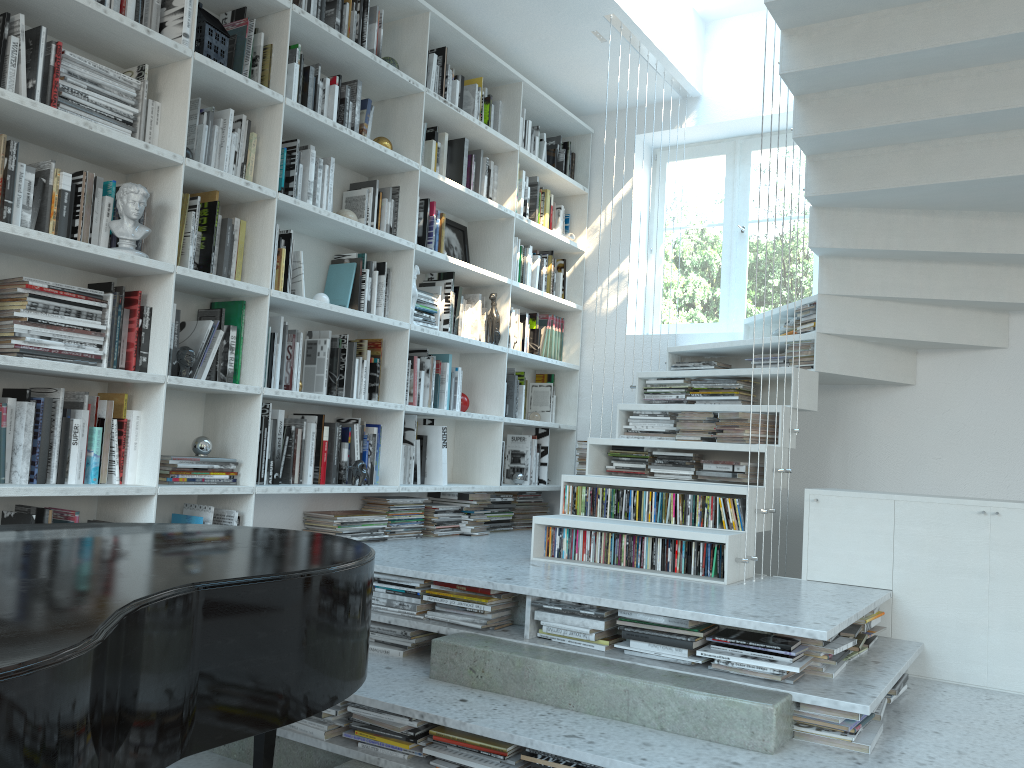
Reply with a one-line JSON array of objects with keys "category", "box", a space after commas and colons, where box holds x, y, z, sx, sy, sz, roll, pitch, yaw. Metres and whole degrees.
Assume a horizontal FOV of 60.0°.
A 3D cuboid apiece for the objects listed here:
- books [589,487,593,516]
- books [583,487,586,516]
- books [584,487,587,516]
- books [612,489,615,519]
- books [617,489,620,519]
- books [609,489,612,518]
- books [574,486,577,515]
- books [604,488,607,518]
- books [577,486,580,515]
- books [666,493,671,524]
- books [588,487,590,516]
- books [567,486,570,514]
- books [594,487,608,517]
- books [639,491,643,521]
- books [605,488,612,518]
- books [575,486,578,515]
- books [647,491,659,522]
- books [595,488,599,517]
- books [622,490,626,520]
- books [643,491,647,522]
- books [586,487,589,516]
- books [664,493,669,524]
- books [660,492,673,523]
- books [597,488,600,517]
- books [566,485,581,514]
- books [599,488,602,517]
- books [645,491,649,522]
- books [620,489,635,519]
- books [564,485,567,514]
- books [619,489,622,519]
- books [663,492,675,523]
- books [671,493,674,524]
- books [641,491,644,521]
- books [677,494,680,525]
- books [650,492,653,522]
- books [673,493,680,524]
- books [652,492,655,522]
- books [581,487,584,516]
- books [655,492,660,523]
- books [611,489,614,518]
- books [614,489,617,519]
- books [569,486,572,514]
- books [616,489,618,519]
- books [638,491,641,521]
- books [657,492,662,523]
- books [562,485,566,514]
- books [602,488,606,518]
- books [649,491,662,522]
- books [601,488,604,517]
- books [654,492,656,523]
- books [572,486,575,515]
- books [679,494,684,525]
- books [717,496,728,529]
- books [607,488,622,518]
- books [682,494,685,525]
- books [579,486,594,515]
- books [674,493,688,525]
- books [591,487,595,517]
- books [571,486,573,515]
[{"category": "books", "box": [0.370, 0.512, 3.866, 0.008, 0.125, 0.125, 1, -5, 32]}, {"category": "books", "box": [0.344, 0.512, 3.881, 0.007, 0.125, 0.125, 1, -5, 32]}, {"category": "books", "box": [0.350, 0.512, 3.878, 0.007, 0.125, 0.125, 1, -5, 32]}, {"category": "books", "box": [0.463, 0.513, 3.808, 0.007, 0.125, 0.125, 1, -5, 32]}, {"category": "books", "box": [0.482, 0.513, 3.796, 0.008, 0.125, 0.125, 1, -5, 32]}, {"category": "books", "box": [0.450, 0.513, 3.816, 0.008, 0.125, 0.125, 1, -5, 32]}, {"category": "books", "box": [0.306, 0.512, 3.905, 0.007, 0.125, 0.125, 1, -5, 32]}, {"category": "books", "box": [0.430, 0.513, 3.828, 0.008, 0.125, 0.125, 1, -5, 32]}, {"category": "books", "box": [0.320, 0.512, 3.896, 0.010, 0.125, 0.125, 1, -5, 32]}, {"category": "books", "box": [0.672, 0.515, 3.679, 0.016, 0.125, 0.125, 1, -5, 32]}, {"category": "books", "box": [0.363, 0.512, 3.870, 0.008, 0.125, 0.125, 1, -5, 32]}, {"category": "books", "box": [0.281, 0.512, 3.921, 0.008, 0.125, 0.125, 1, -5, 32]}, {"category": "books", "box": [0.387, 0.513, 3.855, 0.010, 0.125, 0.125, 1, -5, 32]}, {"category": "books", "box": [0.569, 0.514, 3.743, 0.007, 0.125, 0.125, 1, -5, 32]}, {"category": "books", "box": [0.436, 0.513, 3.824, 0.008, 0.125, 0.125, 1, -5, 32]}, {"category": "books", "box": [0.312, 0.512, 3.901, 0.008, 0.125, 0.125, 1, -5, 32]}, {"category": "books", "box": [0.597, 0.514, 3.725, 0.008, 0.125, 0.125, 1, -5, 32]}, {"category": "books", "box": [0.396, 0.513, 3.849, 0.010, 0.125, 0.125, 1, -5, 32]}, {"category": "books", "box": [0.503, 0.514, 3.783, 0.012, 0.125, 0.125, 1, -5, 32]}, {"category": "books", "box": [0.582, 0.514, 3.734, 0.010, 0.125, 0.125, 1, -5, 32]}, {"category": "books", "box": [0.357, 0.512, 3.874, 0.007, 0.125, 0.125, 1, -5, 32]}, {"category": "books", "box": [0.663, 0.515, 3.685, 0.009, 0.125, 0.125, 1, -5, 32]}, {"category": "books", "box": [0.646, 0.515, 3.695, 0.009, 0.125, 0.125, 1, -5, 32]}, {"category": "books", "box": [0.403, 0.513, 3.845, 0.007, 0.125, 0.125, 1, -5, 32]}, {"category": "books", "box": [0.274, 0.512, 3.925, 0.009, 0.125, 0.125, 1, -5, 32]}, {"category": "books", "box": [0.411, 0.513, 3.840, 0.009, 0.125, 0.125, 1, -5, 32]}, {"category": "books", "box": [0.590, 0.514, 3.729, 0.008, 0.125, 0.125, 1, -5, 32]}, {"category": "books", "box": [0.494, 0.513, 3.789, 0.008, 0.125, 0.125, 1, -5, 32]}, {"category": "books", "box": [0.267, 0.512, 3.929, 0.008, 0.125, 0.125, 1, -5, 32]}, {"category": "books", "box": [0.488, 0.513, 3.792, 0.008, 0.125, 0.125, 1, -5, 32]}, {"category": "books", "box": [0.654, 0.515, 3.690, 0.011, 0.125, 0.125, 1, -5, 32]}, {"category": "books", "box": [0.685, 0.515, 3.671, 0.013, 0.125, 0.125, 1, -5, 32]}, {"category": "books", "box": [0.575, 0.514, 3.739, 0.007, 0.125, 0.125, 1, -5, 32]}, {"category": "books", "box": [0.707, 0.515, 3.657, 0.012, 0.125, 0.125, 1, -5, 32]}, {"category": "books", "box": [0.609, 0.514, 3.718, 0.008, 0.125, 0.125, 1, -5, 32]}, {"category": "books", "box": [0.692, 0.515, 3.666, 0.009, 0.125, 0.125, 1, -5, 32]}, {"category": "books", "box": [0.615, 0.514, 3.714, 0.008, 0.125, 0.125, 1, -5, 32]}, {"category": "books", "box": [0.337, 0.512, 3.886, 0.008, 0.125, 0.125, 1, -5, 32]}, {"category": "books", "box": [0.629, 0.514, 3.706, 0.008, 0.125, 0.125, 1, -5, 32]}, {"category": "books", "box": [0.457, 0.513, 3.812, 0.008, 0.125, 0.125, 1, -5, 32]}, {"category": "books", "box": [0.470, 0.513, 3.804, 0.007, 0.125, 0.125, 1, -5, 32]}, {"category": "books", "box": [0.287, 0.512, 3.917, 0.007, 0.125, 0.125, 1, -5, 32]}, {"category": "books", "box": [0.476, 0.513, 3.800, 0.007, 0.125, 0.125, 1, -5, 32]}, {"category": "books", "box": [0.562, 0.514, 3.747, 0.007, 0.125, 0.125, 1, -5, 32]}, {"category": "books", "box": [0.638, 0.515, 3.700, 0.013, 0.125, 0.125, 1, -5, 32]}, {"category": "books", "box": [0.260, 0.512, 3.933, 0.008, 0.125, 0.125, 1, -5, 32]}, {"category": "books", "box": [0.424, 0.513, 3.832, 0.007, 0.125, 0.125, 1, -5, 32]}, {"category": "books", "box": [0.603, 0.514, 3.721, 0.008, 0.125, 0.125, 1, -5, 32]}, {"category": "books", "box": [0.417, 0.513, 3.837, 0.009, 0.125, 0.125, 1, -5, 32]}, {"category": "books", "box": [0.622, 0.514, 3.710, 0.007, 0.125, 0.125, 1, -5, 32]}, {"category": "books", "box": [0.300, 0.512, 3.909, 0.009, 0.125, 0.125, 1, -5, 32]}, {"category": "books", "box": [0.716, 0.515, 3.652, 0.018, 0.125, 0.125, 1, -5, 32]}, {"category": "books", "box": [0.849, 0.516, 3.570, 0.011, 0.125, 0.125, 1, -5, 32]}, {"category": "books", "box": [0.443, 0.513, 3.820, 0.008, 0.125, 0.125, 1, -5, 32]}, {"category": "books", "box": [0.728, 0.515, 3.644, 0.009, 0.125, 0.125, 1, -5, 32]}, {"category": "books", "box": [0.328, 0.512, 3.892, 0.012, 0.125, 0.125, 1, -5, 32]}, {"category": "books", "box": [0.699, 0.515, 3.662, 0.007, 0.125, 0.125, 1, -5, 32]}, {"category": "books", "box": [0.378, 0.512, 3.860, 0.010, 0.125, 0.125, 1, -5, 32]}, {"category": "books", "box": [0.293, 0.512, 3.913, 0.008, 0.125, 0.125, 1, -5, 32]}]
